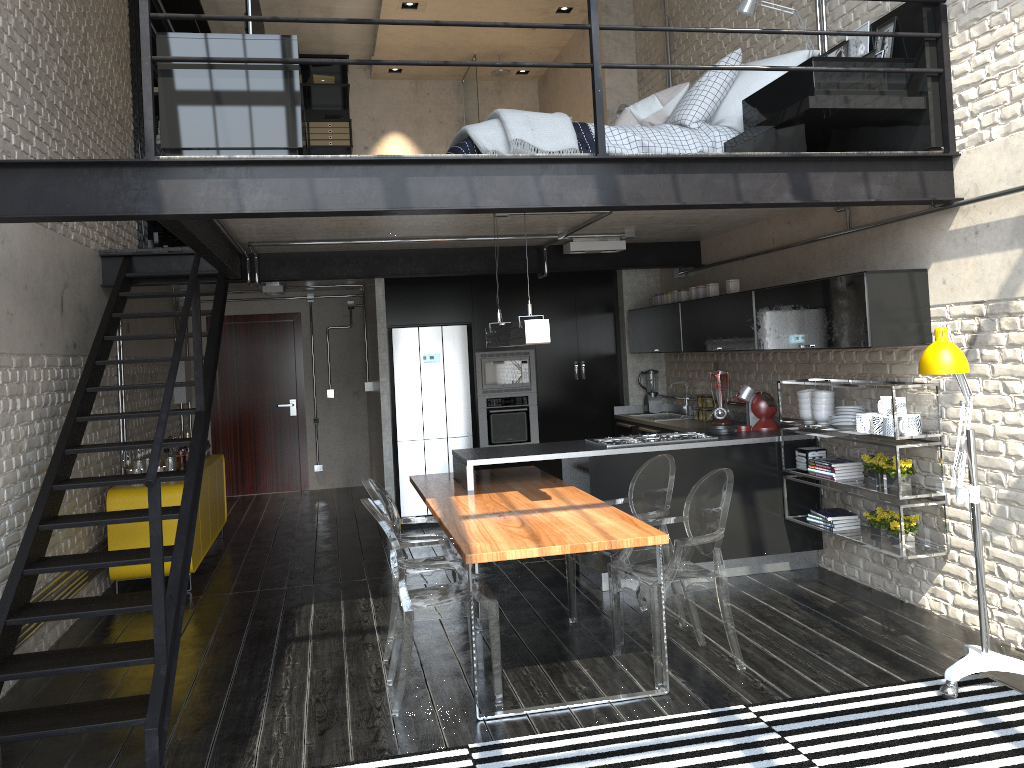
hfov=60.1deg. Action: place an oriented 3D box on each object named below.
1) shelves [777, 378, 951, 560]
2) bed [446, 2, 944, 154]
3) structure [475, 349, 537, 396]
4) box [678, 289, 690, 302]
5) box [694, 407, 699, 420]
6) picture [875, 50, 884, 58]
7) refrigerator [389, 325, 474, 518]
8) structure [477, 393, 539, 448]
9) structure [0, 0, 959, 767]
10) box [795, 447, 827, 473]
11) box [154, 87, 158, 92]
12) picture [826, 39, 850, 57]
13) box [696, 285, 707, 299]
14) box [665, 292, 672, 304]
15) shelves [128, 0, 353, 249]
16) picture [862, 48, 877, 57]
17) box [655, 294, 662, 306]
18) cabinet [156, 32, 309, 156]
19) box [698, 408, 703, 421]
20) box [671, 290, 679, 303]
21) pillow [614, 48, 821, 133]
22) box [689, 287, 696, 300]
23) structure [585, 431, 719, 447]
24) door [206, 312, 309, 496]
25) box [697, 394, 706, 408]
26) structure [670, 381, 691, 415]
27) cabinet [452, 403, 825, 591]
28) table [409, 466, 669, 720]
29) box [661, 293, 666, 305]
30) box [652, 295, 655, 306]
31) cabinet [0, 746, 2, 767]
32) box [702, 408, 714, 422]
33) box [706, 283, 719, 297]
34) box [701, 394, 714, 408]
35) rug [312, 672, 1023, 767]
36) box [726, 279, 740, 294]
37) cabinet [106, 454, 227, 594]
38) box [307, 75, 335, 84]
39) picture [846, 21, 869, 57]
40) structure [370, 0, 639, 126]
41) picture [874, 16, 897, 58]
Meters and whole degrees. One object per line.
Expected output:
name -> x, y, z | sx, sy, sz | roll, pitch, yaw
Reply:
shelves -> 2.080, 0.450, 5.378 | 0.288, 0.927, 1.249 | -3, 1, -12
bed -> 0.509, -1.624, 6.582 | 2.696, 0.842, 4.477 | -3, 2, -12
structure -> -0.102, -0.115, 8.773 | 0.582, 0.421, 0.448 | -3, 0, -12
box -> 1.459, -0.747, 7.499 | 0.081, 0.111, 0.081 | -3, 0, -12
box -> 1.602, 0.251, 7.537 | 0.081, 0.111, 0.081 | -3, 0, -7
picture -> 2.047, -1.815, 4.966 | 0.030, 0.087, 0.096 | -3, 0, -12
refrigerator -> -0.781, 0.357, 8.635 | 0.724, 1.826, 0.498 | -3, -1, -12
structure -> -0.072, 0.374, 8.742 | 0.582, 0.558, 0.484 | -3, 0, -12
structure -> -0.280, -0.274, 5.738 | 4.787, 3.344, 3.784 | -3, 1, -12
box -> 1.972, 0.499, 5.830 | 0.150, 0.150, 0.150 | -3, 0, -12
box -> -3.255, -2.787, 8.567 | 0.401, 0.083, 0.295 | -3, 2, -12
picture -> 1.975, -1.922, 5.393 | 0.046, 0.275, 0.243 | -3, 0, -12
box -> 1.535, -0.738, 7.141 | 0.081, 0.111, 0.081 | -3, 0, -12
box -> 1.400, -0.754, 7.776 | 0.081, 0.111, 0.081 | -3, 0, -12
shelves -> -2.780, -2.535, 9.733 | 2.125, 2.793, 2.672 | -3, 0, -12
picture -> 2.021, -1.835, 5.071 | 0.052, 0.121, 0.175 | -3, 1, -12
box -> 1.343, -0.760, 8.012 | 0.081, 0.111, 0.081 | -3, 0, -12
cabinet -> -1.575, -1.327, 5.488 | 0.607, 0.551, 3.178 | -3, 2, -12
box -> 1.623, 0.254, 7.454 | 0.081, 0.111, 0.081 | -3, 0, -17
box -> 1.429, -0.751, 7.643 | 0.081, 0.111, 0.081 | -3, 0, -12
pillow -> 1.167, -1.908, 6.510 | 1.145, 0.733, 2.136 | -3, 2, -14
box -> 1.507, -0.741, 7.274 | 0.081, 0.111, 0.081 | -3, 0, -12
structure -> 0.969, 0.378, 6.207 | 0.812, 0.026, 0.501 | -3, 2, -12
door -> -3.148, 0.243, 10.984 | 1.134, 2.219, 0.195 | -3, -2, -12
box -> 1.619, 0.143, 7.492 | 0.081, 0.111, 0.081 | -3, 0, -37
structure -> 1.532, 0.133, 8.109 | 0.177, 0.311, 0.089 | -3, -1, -12
cabinet -> 0.646, 0.794, 7.125 | 2.433, 1.005, 2.744 | -3, 2, -12
table -> 0.000, 1.038, 5.191 | 0.928, 0.733, 2.671 | -3, 2, -12
box -> 1.378, -0.757, 7.869 | 0.081, 0.111, 0.081 | -3, 0, -12
box -> 1.335, -0.763, 8.105 | 0.081, 0.111, 0.081 | -3, 0, -12
cabinet -> -1.515, 0.782, 0.940 | 0.734, 1.723, 3.104 | -3, 1, -12
box -> 1.635, 0.256, 7.375 | 0.081, 0.111, 0.081 | -3, 0, -2
box -> 1.577, -0.733, 6.953 | 0.081, 0.111, 0.081 | -3, 0, -12
box -> 1.637, 0.145, 7.409 | 0.081, 0.111, 0.081 | -3, 0, -17
rug -> 0.831, 1.475, 2.024 | 3.404, 0.004, 3.492 | -3, 2, -12
box -> 1.651, -0.724, 6.615 | 0.081, 0.111, 0.081 | -3, 0, -12
cabinet -> -2.759, 1.086, 7.271 | 0.549, 0.770, 2.199 | -3, 2, -12
box -> -2.380, -3.703, 10.971 | 0.264, 0.126, 0.400 | -4, 2, -27
picture -> 2.030, -1.937, 5.206 | 0.033, 0.314, 0.226 | -3, 0, -12
structure -> -0.195, -2.618, 10.230 | 2.595, 2.954, 2.788 | -3, 0, -12
picture -> 2.075, -1.898, 4.940 | 0.055, 0.249, 0.175 | -3, 0, -12
